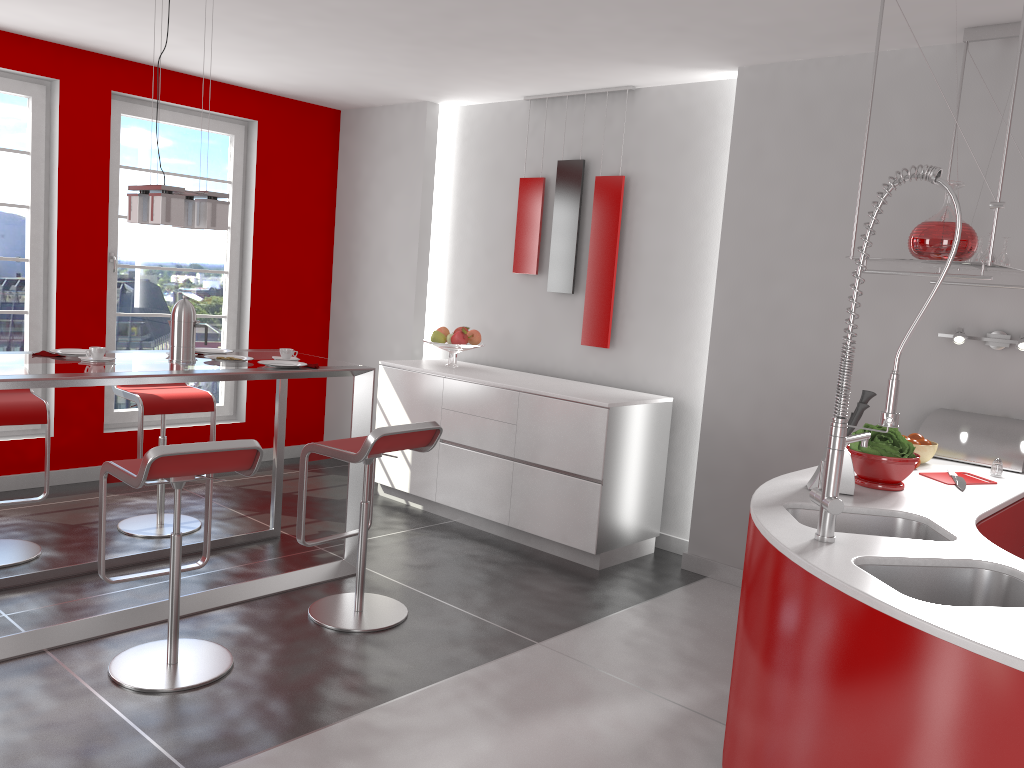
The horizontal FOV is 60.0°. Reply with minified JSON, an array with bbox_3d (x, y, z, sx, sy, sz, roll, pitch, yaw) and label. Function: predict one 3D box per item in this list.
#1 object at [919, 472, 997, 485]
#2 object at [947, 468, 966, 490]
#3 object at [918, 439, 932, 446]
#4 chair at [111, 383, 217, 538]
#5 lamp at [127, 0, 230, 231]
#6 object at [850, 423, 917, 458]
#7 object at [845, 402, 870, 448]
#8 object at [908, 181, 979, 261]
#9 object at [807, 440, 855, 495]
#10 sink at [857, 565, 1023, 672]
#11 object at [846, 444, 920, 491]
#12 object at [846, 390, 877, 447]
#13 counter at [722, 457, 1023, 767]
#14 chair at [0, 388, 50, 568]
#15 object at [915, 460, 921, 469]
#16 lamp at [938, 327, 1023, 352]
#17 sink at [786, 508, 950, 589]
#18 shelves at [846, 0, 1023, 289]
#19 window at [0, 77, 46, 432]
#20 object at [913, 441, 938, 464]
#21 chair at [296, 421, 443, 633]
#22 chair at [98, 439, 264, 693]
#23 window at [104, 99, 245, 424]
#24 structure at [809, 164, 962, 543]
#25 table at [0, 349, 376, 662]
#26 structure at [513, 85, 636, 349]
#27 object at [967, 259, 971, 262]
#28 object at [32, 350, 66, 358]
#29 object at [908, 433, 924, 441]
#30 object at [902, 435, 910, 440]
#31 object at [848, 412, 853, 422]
[{"bbox_3d":[1.594,0.337,3.172,0.266,0.006,0.168,2,7,-21],"label":"object"},{"bbox_3d":[1.571,0.335,3.119,0.041,0.008,0.375,7,7,18],"label":"object"},{"bbox_3d":[1.592,0.236,3.437,0.062,0.049,0.066,10,9,38],"label":"object"},{"bbox_3d":[-1.875,0.338,4.735,0.460,0.857,0.418,11,9,44],"label":"chair"},{"bbox_3d":[-1.384,-1.178,3.715,0.304,1.025,0.304,11,9,41],"label":"lamp"},{"bbox_3d":[1.220,0.227,2.928,0.198,0.182,0.193,-2,9,-42],"label":"object"},{"bbox_3d":[1.030,0.192,2.763,0.130,0.279,0.012,6,7,13],"label":"object"},{"bbox_3d":[1.442,-0.536,2.952,0.213,0.266,0.213,2,7,-20],"label":"object"},{"bbox_3d":[1.015,0.247,2.802,0.137,0.178,0.091,6,7,15],"label":"object"},{"bbox_3d":[0.996,0.543,1.990,0.428,0.172,0.326,3,7,-9],"label":"sink"},{"bbox_3d":[1.222,0.280,2.942,0.228,0.118,0.229,6,7,13],"label":"object"},{"bbox_3d":[1.047,0.175,2.785,0.150,0.322,0.014,6,7,13],"label":"object"},{"bbox_3d":[1.500,0.861,2.477,1.868,0.880,2.865,3,7,-14],"label":"counter"},{"bbox_3d":[-2.415,0.371,4.109,0.418,0.857,0.460,-1,9,-40],"label":"chair"},{"bbox_3d":[1.491,0.294,3.314,0.063,0.047,0.065,10,9,41],"label":"object"},{"bbox_3d":[1.975,-0.179,3.634,0.454,0.081,0.155,11,9,41],"label":"lamp"},{"bbox_3d":[0.973,0.483,2.472,0.428,0.172,0.326,5,7,3],"label":"sink"},{"bbox_3d":[1.647,-0.874,3.140,0.462,1.023,0.934,11,9,41],"label":"shelves"},{"bbox_3d":[-3.119,-0.718,4.958,0.117,2.038,0.938,11,9,41],"label":"window"},{"bbox_3d":[1.542,0.261,3.452,0.201,0.086,0.201,11,9,42],"label":"object"},{"bbox_3d":[-0.607,0.558,3.730,0.460,0.857,0.418,10,9,37],"label":"chair"},{"bbox_3d":[-1.171,0.588,3.114,0.418,0.857,0.460,-2,9,-43],"label":"chair"},{"bbox_3d":[-2.247,-0.765,5.922,0.117,2.038,0.938,11,9,41],"label":"window"},{"bbox_3d":[0.883,-0.059,2.164,0.178,0.920,0.308,4,7,-5],"label":"structure"},{"bbox_3d":[-1.545,0.396,3.865,0.800,1.000,1.700,11,9,41],"label":"table"},{"bbox_3d":[0.332,-1.008,5.400,0.820,1.503,0.040,11,9,41],"label":"structure"},{"bbox_3d":[1.707,-0.501,3.353,0.060,0.141,0.060,11,9,41],"label":"object"},{"bbox_3d":[-1.948,-0.125,3.684,0.234,0.012,0.095,10,9,40],"label":"object"},{"bbox_3d":[1.591,0.224,3.498,0.066,0.058,0.055,8,8,27],"label":"object"},{"bbox_3d":[1.539,0.228,3.467,0.062,0.052,0.065,8,8,26],"label":"object"},{"bbox_3d":[1.044,0.185,2.815,0.091,0.197,0.009,6,7,13],"label":"object"}]
